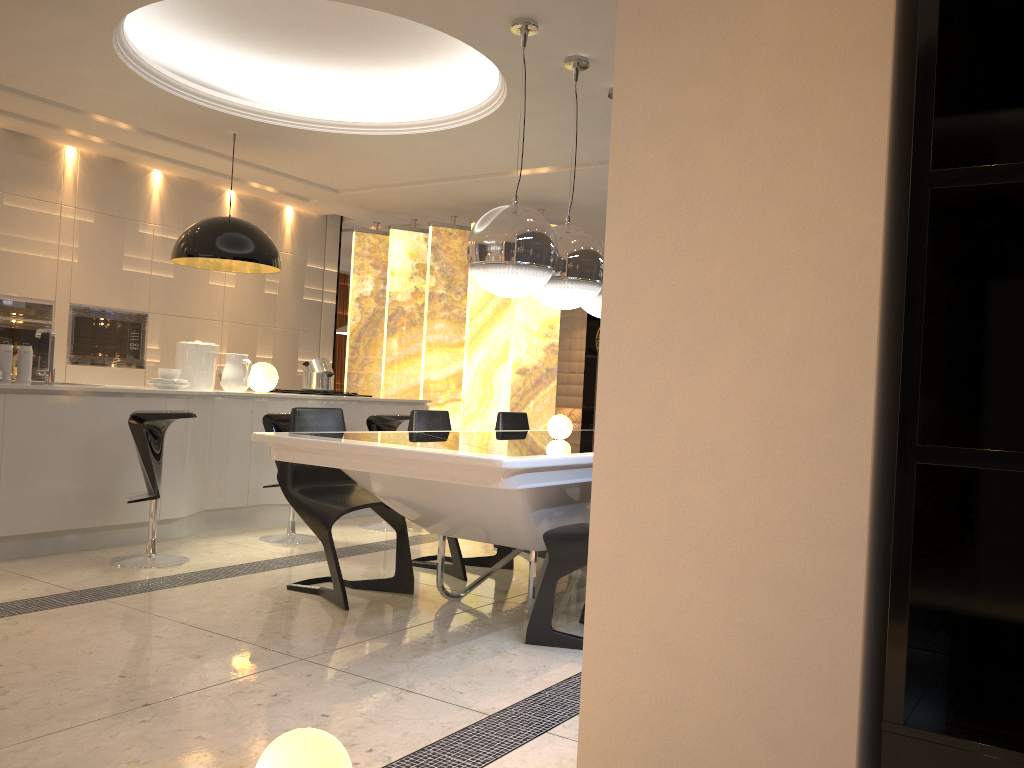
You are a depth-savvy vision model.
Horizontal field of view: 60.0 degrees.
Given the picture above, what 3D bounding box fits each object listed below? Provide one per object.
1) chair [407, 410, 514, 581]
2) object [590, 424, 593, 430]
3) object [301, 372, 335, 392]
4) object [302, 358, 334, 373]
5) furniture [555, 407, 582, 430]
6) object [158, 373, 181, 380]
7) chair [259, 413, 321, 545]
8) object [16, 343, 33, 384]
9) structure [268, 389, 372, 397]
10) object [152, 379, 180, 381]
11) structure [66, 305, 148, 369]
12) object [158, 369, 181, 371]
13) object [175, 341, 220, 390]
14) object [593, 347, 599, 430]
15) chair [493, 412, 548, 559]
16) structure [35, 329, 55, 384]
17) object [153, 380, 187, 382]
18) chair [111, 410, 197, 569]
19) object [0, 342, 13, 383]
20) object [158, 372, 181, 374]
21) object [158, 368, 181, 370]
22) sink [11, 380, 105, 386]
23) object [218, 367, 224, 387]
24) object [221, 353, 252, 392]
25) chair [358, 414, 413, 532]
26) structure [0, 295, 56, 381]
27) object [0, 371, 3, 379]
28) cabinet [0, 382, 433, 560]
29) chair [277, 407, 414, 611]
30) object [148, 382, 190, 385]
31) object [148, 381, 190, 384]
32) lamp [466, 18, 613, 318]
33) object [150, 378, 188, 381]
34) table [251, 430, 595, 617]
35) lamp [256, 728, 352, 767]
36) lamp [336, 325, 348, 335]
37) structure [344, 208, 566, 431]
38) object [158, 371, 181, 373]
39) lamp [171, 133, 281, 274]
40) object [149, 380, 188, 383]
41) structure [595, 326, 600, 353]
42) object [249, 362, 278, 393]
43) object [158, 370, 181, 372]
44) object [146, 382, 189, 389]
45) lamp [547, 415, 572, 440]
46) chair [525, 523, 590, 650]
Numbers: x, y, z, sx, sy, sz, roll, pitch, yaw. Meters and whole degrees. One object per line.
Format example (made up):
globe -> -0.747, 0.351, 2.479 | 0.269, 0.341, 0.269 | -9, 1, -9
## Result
chair -> -0.295, 0.585, 4.887 | 0.496, 0.858, 0.523 | 3, -1, 33
object -> 1.115, 0.655, 11.018 | 0.330, 0.297, 0.032 | 3, -1, 33
object -> -1.540, -0.017, 7.029 | 0.253, 0.147, 0.266 | 3, -1, -14
object -> -1.543, -0.104, 7.032 | 0.256, 0.212, 0.249 | 3, -1, -21
furniture -> 0.660, 0.742, 12.446 | 1.312, 0.810, 1.107 | 3, -1, 33
object -> -2.197, -0.043, 5.681 | 0.138, 0.051, 0.138 | 3, -1, -9
chair -> -1.345, 0.568, 5.486 | 0.380, 0.789, 0.380 | 3, -1, 16
object -> -2.661, -0.114, 4.845 | 0.071, 0.219, 0.071 | 3, -1, 10
structure -> -1.566, 0.068, 7.042 | 0.502, 0.026, 0.811 | 3, -1, 33
object -> -2.199, -0.019, 5.680 | 0.229, 0.016, 0.229 | 3, -1, -27
structure -> -3.336, -0.366, 7.054 | 0.446, 0.450, 0.659 | 3, -1, 33
object -> -2.196, -0.066, 5.681 | 0.138, 0.051, 0.138 | 3, -1, -9
object -> -2.136, -0.127, 6.001 | 0.288, 0.330, 0.288 | 4, -1, -39
object -> 1.012, 0.344, 10.838 | 0.027, 1.605, 0.026 | 3, -1, -19
chair -> 0.171, 0.619, 5.596 | 0.496, 0.858, 0.523 | 3, -1, 33
structure -> -2.657, -0.158, 4.988 | 0.177, 0.310, 0.089 | 3, -1, 33
object -> -2.199, -0.014, 5.680 | 0.229, 0.016, 0.229 | 3, -1, -27
chair -> -1.862, 0.530, 4.626 | 0.380, 0.789, 0.380 | 3, -1, -24
object -> -2.720, -0.118, 4.756 | 0.071, 0.219, 0.071 | 3, -1, 24
object -> -2.197, -0.049, 5.681 | 0.138, 0.051, 0.138 | 3, -1, -9
object -> -2.196, -0.072, 5.681 | 0.138, 0.051, 0.138 | 3, -1, -9
sink -> -2.829, 0.062, 5.123 | 0.485, 0.152, 0.738 | 3, -1, 33
object -> -1.966, -0.037, 6.270 | 0.211, 0.174, 0.211 | 3, -1, -9
object -> -1.859, -0.075, 6.015 | 0.211, 0.254, 0.183 | 3, -1, -5
chair -> -0.854, 0.602, 6.160 | 0.380, 0.789, 0.380 | 3, -1, 1
structure -> -3.758, -0.337, 6.437 | 0.595, 0.597, 0.609 | 3, -1, 33
object -> -2.745, -0.042, 4.667 | 0.111, 0.062, 0.111 | 4, -1, -35
cabinet -> -2.057, 0.486, 5.968 | 1.046, 0.887, 3.752 | 3, -1, 33
chair -> -0.771, 0.552, 4.163 | 0.496, 0.858, 0.523 | 3, -1, 33
object -> -2.200, 0.008, 5.680 | 0.264, 0.033, 0.264 | 3, -1, 2
object -> -2.200, 0.002, 5.680 | 0.264, 0.033, 0.264 | 3, -1, 2
lamp -> 0.413, -0.966, 4.531 | 0.408, 1.226, 1.827 | 3, -1, 33
object -> -2.199, -0.023, 5.681 | 0.229, 0.016, 0.229 | 3, -1, -27
table -> 0.261, 0.661, 4.525 | 1.293, 0.759, 3.031 | 3, -1, 33
lamp -> -0.457, 0.867, 1.942 | 0.213, 0.214, 0.212 | 3, -1, -17
lamp -> -1.409, -1.088, 10.927 | 1.578, 0.995, 0.939 | 3, -1, 34
structure -> -0.597, -0.247, 8.034 | 2.180, 2.555, 0.448 | 3, -1, 33
object -> -2.197, -0.054, 5.681 | 0.138, 0.051, 0.138 | 3, -1, -9
lamp -> -1.896, -1.243, 5.978 | 0.710, 0.898, 0.710 | 3, -1, 44
object -> -2.200, -0.009, 5.680 | 0.229, 0.016, 0.229 | 3, -1, -27
structure -> 1.365, -0.558, 11.357 | 0.669, 0.669, 0.048 | 3, -1, 33
object -> -1.748, -0.046, 6.212 | 0.212, 0.214, 0.213 | 3, -1, -6
object -> -2.196, -0.060, 5.681 | 0.138, 0.051, 0.138 | 3, -1, -9
object -> -2.200, 0.014, 5.680 | 0.264, 0.033, 0.264 | 3, -1, 2
lamp -> 0.240, 0.216, 4.448 | 0.125, 0.125, 0.125 | 3, -1, -6
chair -> 0.403, 0.610, 3.537 | 0.496, 0.858, 0.523 | 3, -1, 33
